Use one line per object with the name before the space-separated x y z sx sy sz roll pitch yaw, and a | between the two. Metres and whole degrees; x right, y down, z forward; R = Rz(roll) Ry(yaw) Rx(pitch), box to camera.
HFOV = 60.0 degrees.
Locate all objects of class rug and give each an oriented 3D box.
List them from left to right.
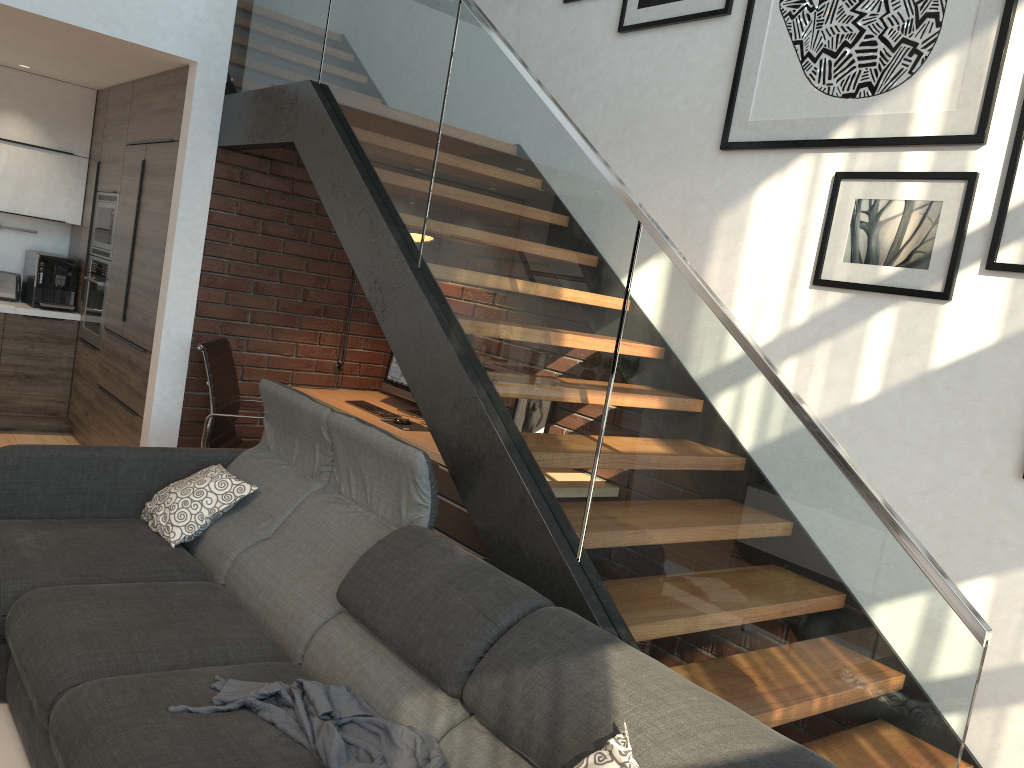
rug | -1.851 1.027 1.836 1.606 0.013 2.496 5 8 -39

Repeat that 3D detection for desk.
desk | -0.486 0.599 4.594 0.610 0.750 2.182 5 8 -39

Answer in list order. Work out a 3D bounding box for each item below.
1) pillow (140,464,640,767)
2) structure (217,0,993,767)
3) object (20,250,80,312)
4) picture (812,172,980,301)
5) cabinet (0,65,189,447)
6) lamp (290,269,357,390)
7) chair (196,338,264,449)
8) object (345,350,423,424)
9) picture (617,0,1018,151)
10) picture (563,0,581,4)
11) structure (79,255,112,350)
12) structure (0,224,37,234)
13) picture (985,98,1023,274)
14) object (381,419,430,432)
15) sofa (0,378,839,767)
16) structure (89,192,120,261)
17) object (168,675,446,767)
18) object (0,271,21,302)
pillow | -0.556 0.622 2.521 0.386 0.364 2.734 6 7 -35
structure | -0.322 -0.467 4.111 1.289 3.460 5.660 5 8 -39
object | -3.250 -0.731 6.258 0.274 0.378 0.532 5 8 -39
picture | 1.284 -0.512 3.007 0.025 0.410 0.504 5 8 -39
cabinet | -3.874 -0.825 4.554 3.495 2.401 2.401 5 8 -39
lamp | -0.708 -0.127 5.051 1.054 2.003 0.462 14 7 34
chair | -1.386 0.299 4.778 0.700 0.991 0.651 9 6 -5
object | -0.561 -0.096 4.856 0.431 0.535 0.716 5 8 -39
picture | 1.085 -1.739 3.385 0.028 1.678 1.785 5 8 -39
picture | 0.406 -2.081 4.266 0.022 0.440 0.358 5 8 -39
structure | -2.596 -0.533 5.992 0.495 0.570 0.595 5 8 -39
structure | -4.577 -1.191 5.429 3.000 0.045 0.050 5 8 -39
picture | 1.754 -0.778 2.449 0.025 0.990 0.654 5 8 -39
object | -0.532 0.214 4.541 0.200 0.002 0.250 5 8 -39
sofa | -0.969 0.658 2.067 2.108 0.995 3.169 5 8 -39
structure | -2.497 -1.022 5.952 0.459 0.430 0.595 5 8 -39
object | -0.363 0.843 2.082 0.905 0.118 0.411 13 7 27
object | -3.587 -0.691 6.196 0.260 0.195 0.177 8 6 -19
